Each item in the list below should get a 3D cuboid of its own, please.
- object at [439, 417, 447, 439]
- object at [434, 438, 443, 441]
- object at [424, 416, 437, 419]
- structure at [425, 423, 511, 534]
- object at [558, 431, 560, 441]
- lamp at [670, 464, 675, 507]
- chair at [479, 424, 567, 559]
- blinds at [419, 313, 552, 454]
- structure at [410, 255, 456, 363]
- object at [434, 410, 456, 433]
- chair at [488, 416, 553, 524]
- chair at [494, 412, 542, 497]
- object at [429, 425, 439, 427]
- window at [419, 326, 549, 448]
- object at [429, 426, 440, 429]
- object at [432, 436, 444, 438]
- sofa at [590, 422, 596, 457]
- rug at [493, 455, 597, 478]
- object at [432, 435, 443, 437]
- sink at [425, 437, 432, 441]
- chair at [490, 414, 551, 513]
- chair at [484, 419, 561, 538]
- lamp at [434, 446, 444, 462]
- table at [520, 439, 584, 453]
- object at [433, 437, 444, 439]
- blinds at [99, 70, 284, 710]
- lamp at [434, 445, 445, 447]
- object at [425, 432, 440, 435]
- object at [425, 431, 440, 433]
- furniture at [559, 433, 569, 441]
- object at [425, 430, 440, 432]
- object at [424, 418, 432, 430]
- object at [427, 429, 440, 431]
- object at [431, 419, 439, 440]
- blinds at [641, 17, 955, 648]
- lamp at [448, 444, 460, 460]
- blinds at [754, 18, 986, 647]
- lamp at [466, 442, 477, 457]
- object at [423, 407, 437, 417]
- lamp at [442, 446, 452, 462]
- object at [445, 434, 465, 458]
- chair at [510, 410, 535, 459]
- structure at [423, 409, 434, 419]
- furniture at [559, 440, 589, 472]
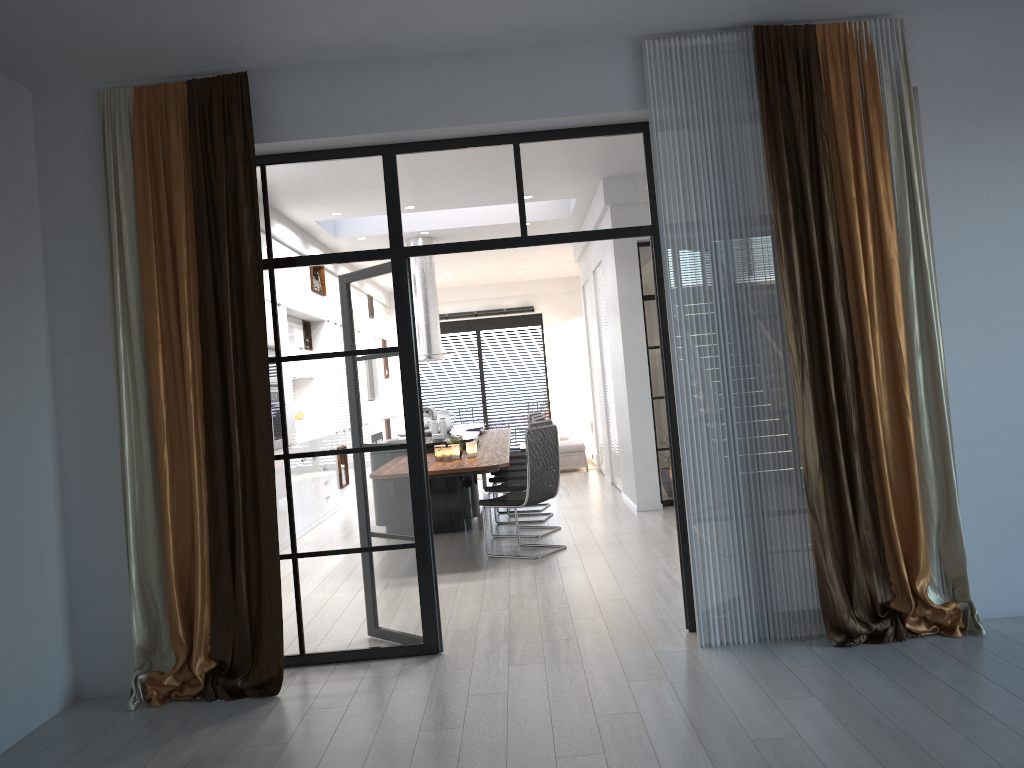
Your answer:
[{"bbox_3d":[-0.690,0.443,8.880,0.071,0.219,0.071,-6,-1,26],"label":"object"},{"bbox_3d":[-0.726,0.545,8.723,0.111,0.023,0.111,-5,0,12],"label":"object"},{"bbox_3d":[-1.054,0.486,11.419,0.265,0.147,0.253,-5,0,43],"label":"object"},{"bbox_3d":[-0.673,0.997,9.328,1.377,0.887,5.638,-5,0,0],"label":"structure"},{"bbox_3d":[0.663,0.963,15.548,0.417,0.355,0.761,-5,0,8],"label":"object"},{"bbox_3d":[1.675,0.899,8.898,0.148,0.666,0.157,-5,-1,0],"label":"lamp"},{"bbox_3d":[0.067,0.866,7.246,0.536,1.019,0.471,-6,-1,35],"label":"chair"},{"bbox_3d":[-0.574,0.066,17.539,2.584,2.722,0.358,-5,-1,0],"label":"blinds"},{"bbox_3d":[-1.133,-1.079,11.477,0.695,1.609,1.043,-5,-1,-1],"label":"structure"},{"bbox_3d":[-0.776,0.433,10.213,0.211,0.254,0.183,-6,-1,34],"label":"object"},{"bbox_3d":[0.072,0.865,9.002,0.536,1.019,0.471,-5,-1,15],"label":"chair"},{"bbox_3d":[0.073,0.865,10.534,0.536,1.019,0.471,-5,-1,20],"label":"chair"},{"bbox_3d":[-0.864,0.489,9.932,0.138,0.051,0.138,-5,0,-20],"label":"object"},{"bbox_3d":[2.327,-1.464,17.916,8.566,5.064,0.462,-5,-1,-1],"label":"window"},{"bbox_3d":[-0.863,0.495,9.932,0.138,0.051,0.138,-5,0,-20],"label":"object"},{"bbox_3d":[-0.727,0.532,8.724,0.111,0.023,0.111,-5,0,12],"label":"object"},{"bbox_3d":[1.777,0.809,14.194,0.898,0.826,2.092,-5,0,0],"label":"sofa"},{"bbox_3d":[0.518,1.323,14.446,1.623,0.020,2.518,-5,0,0],"label":"rug"},{"bbox_3d":[-0.728,0.519,8.724,0.111,0.023,0.111,-5,0,12],"label":"object"},{"bbox_3d":[-1.067,0.659,9.119,0.485,0.153,0.738,-5,0,0],"label":"sink"},{"bbox_3d":[0.075,0.865,9.721,0.536,1.019,0.471,-5,-1,15],"label":"chair"},{"bbox_3d":[0.079,0.865,8.184,0.536,1.019,0.471,-6,-1,30],"label":"chair"},{"bbox_3d":[-0.600,0.580,7.335,0.078,0.120,0.078,-5,-1,-17],"label":"lamp"},{"bbox_3d":[0.645,1.148,14.394,1.000,0.350,1.000,-5,0,0],"label":"table"},{"bbox_3d":[-0.726,0.538,8.724,0.111,0.023,0.111,-5,0,12],"label":"object"},{"bbox_3d":[-1.571,-0.008,4.334,0.811,3.046,0.254,-5,-1,-1],"label":"blinds"},{"bbox_3d":[-0.601,0.577,7.441,0.095,0.124,0.095,-5,-1,17],"label":"lamp"},{"bbox_3d":[-0.858,0.552,9.930,0.264,0.033,0.264,-5,0,37],"label":"object"},{"bbox_3d":[-0.859,0.546,9.931,0.264,0.033,0.264,-5,0,37],"label":"object"},{"bbox_3d":[0.657,1.091,15.596,0.699,0.460,0.699,-5,0,0],"label":"furniture"},{"bbox_3d":[-0.861,0.528,9.931,0.229,0.016,0.229,-5,0,-3],"label":"object"},{"bbox_3d":[-0.994,0.493,10.551,0.211,0.174,0.211,-5,-1,7],"label":"object"},{"bbox_3d":[-0.862,0.514,9.931,0.229,0.016,0.229,-5,0,-3],"label":"object"},{"bbox_3d":[-0.772,0.451,8.871,0.071,0.219,0.071,-4,-2,-36],"label":"object"},{"bbox_3d":[1.434,-0.266,4.425,1.301,3.070,0.052,-5,-1,0],"label":"blinds"},{"bbox_3d":[-0.479,0.566,7.370,0.095,0.124,0.095,-5,-1,-7],"label":"lamp"},{"bbox_3d":[1.718,-0.298,4.323,0.811,3.046,0.254,-5,-1,1],"label":"blinds"},{"bbox_3d":[-0.339,0.554,7.485,0.095,0.124,0.095,-6,-1,33],"label":"lamp"},{"bbox_3d":[-1.069,0.401,11.419,0.249,0.212,0.256,-5,-1,35],"label":"object"},{"bbox_3d":[-0.528,0.574,7.270,0.078,0.120,0.078,-5,-1,-17],"label":"lamp"},{"bbox_3d":[-0.475,0.524,7.508,0.151,0.206,0.157,-5,-1,17],"label":"object"},{"bbox_3d":[0.063,0.865,11.497,0.536,1.019,0.470,-5,-1,0],"label":"chair"},{"bbox_3d":[-0.879,0.414,9.099,0.177,0.310,0.089,-5,-1,0],"label":"structure"},{"bbox_3d":[0.725,1.086,13.285,0.699,0.460,0.699,-5,0,-5],"label":"furniture"}]
